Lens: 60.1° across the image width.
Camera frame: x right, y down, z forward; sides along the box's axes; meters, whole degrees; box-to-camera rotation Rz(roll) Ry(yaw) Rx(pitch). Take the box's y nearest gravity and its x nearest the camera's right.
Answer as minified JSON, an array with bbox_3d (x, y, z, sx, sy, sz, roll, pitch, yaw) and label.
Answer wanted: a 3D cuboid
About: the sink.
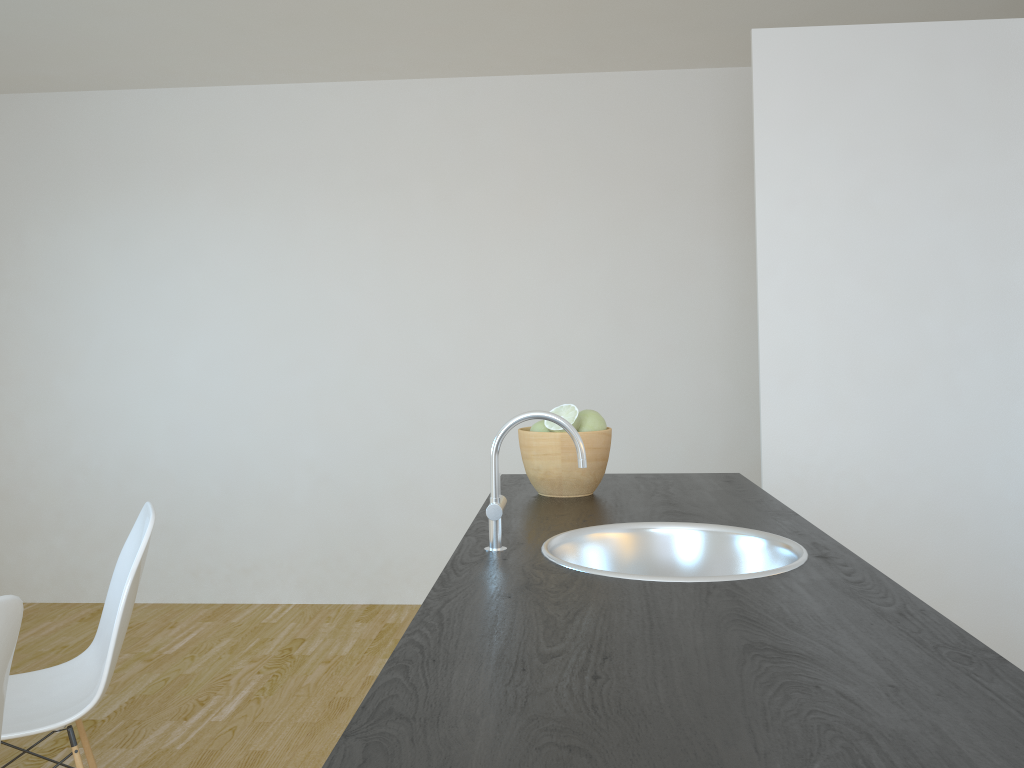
[{"bbox_3d":[0.247,0.328,1.362,0.404,0.157,0.403,-2,2,-44],"label":"sink"}]

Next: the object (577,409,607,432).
[{"bbox_3d":[0.161,0.105,1.924,0.086,0.099,0.102,-1,0,25],"label":"object"}]

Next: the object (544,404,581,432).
[{"bbox_3d":[0.108,0.078,1.872,0.077,0.072,0.074,-1,0,29],"label":"object"}]

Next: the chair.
[{"bbox_3d":[-1.115,0.753,2.059,0.523,0.903,0.429,0,-1,-26],"label":"chair"}]

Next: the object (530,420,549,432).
[{"bbox_3d":[0.080,0.121,1.929,0.081,0.085,0.097,-1,0,-31],"label":"object"}]

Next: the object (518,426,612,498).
[{"bbox_3d":[0.117,0.168,1.936,0.205,0.142,0.205,-1,1,-35],"label":"object"}]

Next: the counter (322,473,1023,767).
[{"bbox_3d":[0.190,0.284,1.053,0.600,0.040,2.400,-1,2,4],"label":"counter"}]

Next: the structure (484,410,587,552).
[{"bbox_3d":[0.038,0.148,1.410,0.162,0.215,0.097,-1,-1,4],"label":"structure"}]
